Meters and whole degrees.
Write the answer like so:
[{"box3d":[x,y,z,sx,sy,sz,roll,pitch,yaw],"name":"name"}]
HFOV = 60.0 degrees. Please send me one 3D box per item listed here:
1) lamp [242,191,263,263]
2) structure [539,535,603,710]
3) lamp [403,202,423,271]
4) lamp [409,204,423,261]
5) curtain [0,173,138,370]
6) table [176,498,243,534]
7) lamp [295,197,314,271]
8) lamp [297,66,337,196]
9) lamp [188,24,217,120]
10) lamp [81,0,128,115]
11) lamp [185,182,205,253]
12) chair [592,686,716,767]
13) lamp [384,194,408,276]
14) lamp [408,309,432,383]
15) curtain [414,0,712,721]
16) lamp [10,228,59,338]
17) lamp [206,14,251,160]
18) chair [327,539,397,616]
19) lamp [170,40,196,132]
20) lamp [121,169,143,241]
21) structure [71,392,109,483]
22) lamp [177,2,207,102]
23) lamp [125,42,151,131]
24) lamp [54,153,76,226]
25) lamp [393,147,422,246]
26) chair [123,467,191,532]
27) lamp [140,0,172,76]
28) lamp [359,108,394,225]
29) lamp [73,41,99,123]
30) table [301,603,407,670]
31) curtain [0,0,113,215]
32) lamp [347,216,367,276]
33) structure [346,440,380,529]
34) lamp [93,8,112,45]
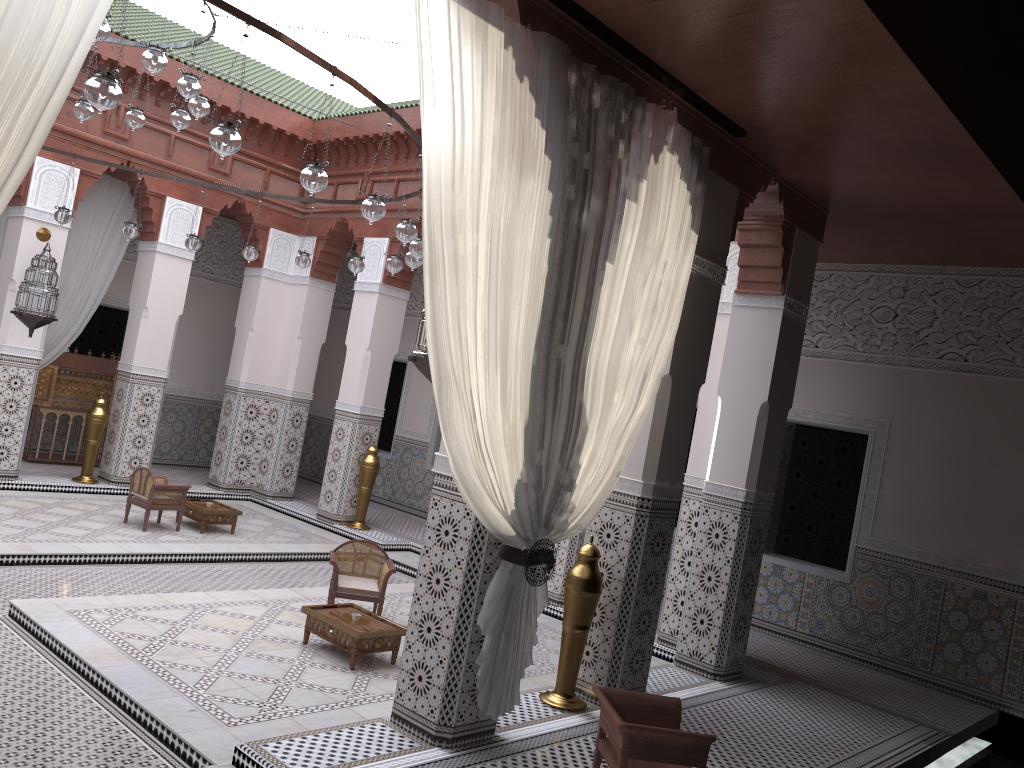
[{"box3d":[-1.308,-0.799,4.536,0.091,0.371,0.090,11,-2,-33],"name":"lamp"},{"box3d":[0.211,0.750,2.844,0.156,0.539,0.156,11,-2,-31],"name":"structure"},{"box3d":[-0.373,-0.649,3.683,0.091,0.371,0.090,10,-1,27],"name":"lamp"},{"box3d":[-0.330,-0.649,3.365,0.091,0.371,0.090,11,-2,-33],"name":"lamp"},{"box3d":[-2.860,-0.455,5.081,0.048,1.761,1.304,9,-2,42],"name":"curtain"},{"box3d":[-1.674,0.722,4.866,0.330,0.142,0.229,9,-2,42],"name":"table"},{"box3d":[-1.017,-0.748,4.443,0.091,0.371,0.090,11,-1,-23],"name":"lamp"},{"box3d":[-0.529,-0.706,2.469,0.091,0.371,0.090,11,-2,-33],"name":"lamp"},{"box3d":[-1.130,-1.160,3.288,0.090,0.371,0.091,10,-1,-3],"name":"lamp"},{"box3d":[-0.887,-0.783,1.969,0.091,0.371,0.090,11,-2,-33],"name":"lamp"},{"box3d":[-1.614,-0.853,4.560,0.090,0.371,0.091,9,-2,42],"name":"lamp"},{"box3d":[0.315,0.907,2.134,0.234,0.252,0.259,10,-1,-8],"name":"chair"},{"box3d":[-0.494,-0.664,3.967,0.091,0.371,0.090,10,-1,27],"name":"lamp"},{"box3d":[-0.168,-0.210,2.636,0.221,0.552,0.216,9,-2,42],"name":"lamp"},{"box3d":[0.106,0.018,2.355,0.137,1.761,1.304,9,-2,42],"name":"curtain"},{"box3d":[-2.571,-0.557,4.839,0.217,0.618,0.216,9,-2,42],"name":"lamp"},{"box3d":[-0.693,-0.742,2.208,0.091,0.371,0.090,11,-2,-33],"name":"lamp"},{"box3d":[-0.614,0.795,3.543,0.263,0.313,0.208,11,-1,-12],"name":"chair"},{"box3d":[-1.288,-1.183,3.536,0.091,0.371,0.090,10,-1,-8],"name":"lamp"},{"box3d":[-1.917,-0.909,4.514,0.090,0.371,0.091,9,-2,42],"name":"lamp"},{"box3d":[-2.514,0.315,5.332,0.156,0.539,0.156,11,-2,-42],"name":"structure"},{"box3d":[-1.088,-1.158,3.060,0.090,0.371,0.091,10,-1,17],"name":"lamp"},{"box3d":[-1.525,-1.223,3.661,0.091,0.371,0.090,11,-2,-33],"name":"lamp"},{"box3d":[-2.207,-0.964,4.410,0.090,0.371,0.091,10,-1,27],"name":"lamp"},{"box3d":[-0.341,-0.658,3.055,0.091,0.371,0.090,11,-2,-33],"name":"lamp"},{"box3d":[-1.856,0.596,4.637,0.263,0.313,0.208,9,-2,38],"name":"chair"},{"box3d":[-1.118,-1.169,2.835,0.090,0.371,0.091,9,-2,32],"name":"lamp"},{"box3d":[-0.408,-0.678,2.752,0.091,0.371,0.090,11,-2,-33],"name":"lamp"},{"box3d":[-1.751,-1.264,3.684,0.090,0.371,0.091,9,-2,37],"name":"lamp"},{"box3d":[-0.562,0.882,3.125,0.330,0.142,0.229,9,-2,42],"name":"table"},{"box3d":[-1.101,-0.235,0.993,0.129,1.764,1.303,9,-2,42],"name":"curtain"},{"box3d":[-0.709,-0.697,4.232,0.091,0.371,0.090,10,-1,27],"name":"lamp"},{"box3d":[-0.894,0.612,5.452,0.156,0.539,0.156,10,-1,3],"name":"structure"},{"box3d":[-1.211,-1.191,2.628,0.090,0.371,0.091,9,-2,42],"name":"lamp"}]
